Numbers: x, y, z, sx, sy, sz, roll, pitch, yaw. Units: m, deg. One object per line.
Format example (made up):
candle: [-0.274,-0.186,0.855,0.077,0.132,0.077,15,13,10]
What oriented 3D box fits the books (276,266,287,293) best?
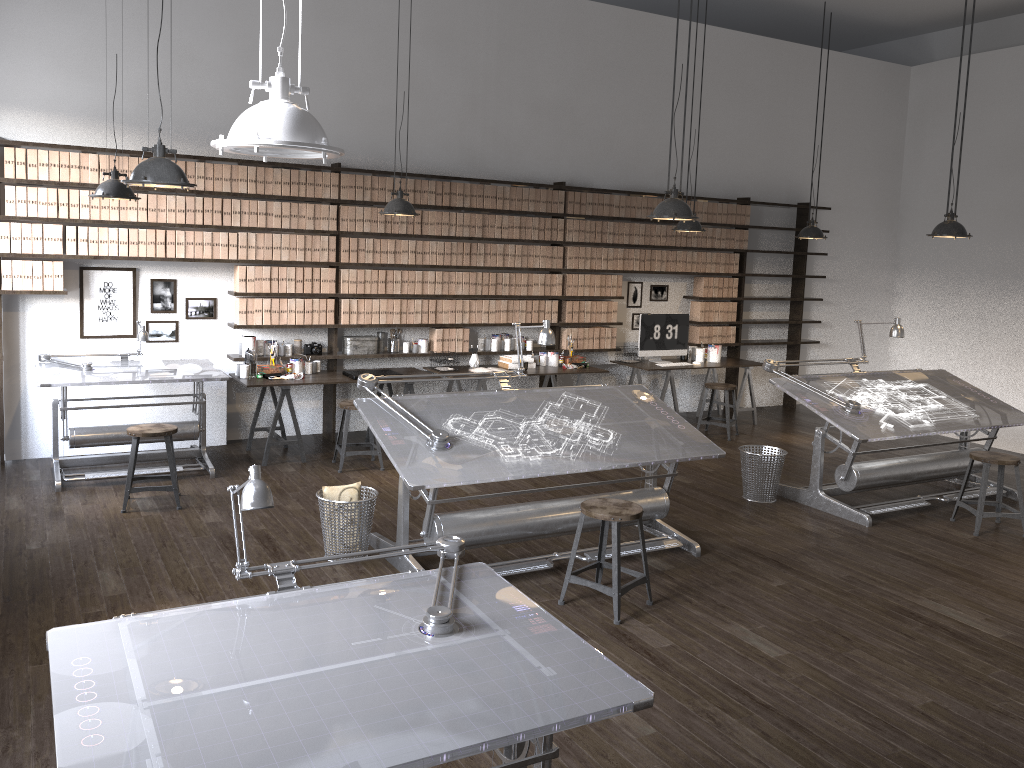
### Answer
books: [-1.993,-0.898,7.617,0.067,0.224,0.175,-1,8,-29]

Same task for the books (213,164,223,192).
books: [-2.428,-1.689,7.271,0.067,0.224,0.175,-1,8,-29]

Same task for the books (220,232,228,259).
books: [-2.407,-1.145,7.349,0.067,0.224,0.175,-1,8,-29]

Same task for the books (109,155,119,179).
books: [-3.104,-1.658,6.893,0.067,0.224,0.175,-1,8,-29]

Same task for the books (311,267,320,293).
books: [-1.739,-0.909,7.759,0.067,0.224,0.175,-1,8,-29]

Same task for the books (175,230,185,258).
books: [-2.702,-1.131,7.183,0.067,0.224,0.175,-1,8,-29]

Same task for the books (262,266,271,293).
books: [-2.110,-0.891,7.544,0.067,0.224,0.175,-1,8,-29]

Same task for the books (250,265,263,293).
books: [-2.171,-0.889,7.516,0.067,0.224,0.175,-1,8,-29]

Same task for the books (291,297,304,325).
books: [-1.869,-0.635,7.713,0.067,0.224,0.175,-1,8,-29]

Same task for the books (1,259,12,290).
books: [-3.775,-0.815,6.616,0.067,0.224,0.175,-1,8,-29]

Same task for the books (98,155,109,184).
books: [-3.163,-1.655,6.855,0.067,0.224,0.175,-1,8,-29]

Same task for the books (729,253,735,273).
books: [2.435,-1.373,10.054,0.067,0.224,0.175,-1,8,-29]

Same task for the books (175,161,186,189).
books: [-2.677,-1.677,7.127,0.067,0.224,0.175,-1,8,-29]

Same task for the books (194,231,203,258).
books: [-2.580,-1.137,7.255,0.067,0.224,0.175,-1,8,-29]

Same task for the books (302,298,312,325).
books: [-1.806,-0.638,7.748,0.067,0.224,0.175,-1,8,-29]

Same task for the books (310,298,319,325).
books: [-1.752,-0.641,7.783,0.067,0.224,0.175,-1,8,-29]

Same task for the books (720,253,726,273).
books: [2.317,-1.367,9.982,0.067,0.224,0.175,-1,8,-29]

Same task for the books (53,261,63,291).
books: [-3.479,-0.829,6.786,0.067,0.224,0.175,-1,8,-29]

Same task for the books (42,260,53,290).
books: [-3.541,-0.827,6.754,0.067,0.224,0.175,-1,8,-29]

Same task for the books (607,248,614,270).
books: [0.979,-1.306,9.238,0.067,0.224,0.175,-1,8,-29]

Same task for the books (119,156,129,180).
books: [-3.044,-1.661,6.929,0.067,0.224,0.175,-1,8,-29]

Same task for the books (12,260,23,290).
books: [-3.713,-0.818,6.653,0.067,0.224,0.175,-1,8,-29]

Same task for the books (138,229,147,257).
books: [-2.952,-1.120,7.045,0.067,0.224,0.175,-1,8,-29]

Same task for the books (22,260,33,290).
books: [-3.659,-0.821,6.685,0.067,0.224,0.175,-1,8,-29]

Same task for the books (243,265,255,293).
books: [-2.225,-0.886,7.484,0.067,0.224,0.175,-1,8,-29]

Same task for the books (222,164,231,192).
books: [-2.366,-1.691,7.299,0.067,0.224,0.175,-1,8,-29]

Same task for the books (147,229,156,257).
books: [-2.896,-1.123,7.079,0.067,0.224,0.175,-1,8,-29]

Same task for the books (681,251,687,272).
books: [1.831,-1.344,9.710,0.067,0.224,0.175,-1,8,-29]

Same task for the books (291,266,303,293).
books: [-1.869,-0.903,7.687,0.067,0.224,0.175,-1,8,-29]

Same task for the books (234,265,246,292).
books: [-2.287,-0.883,7.447,0.067,0.224,0.175,-1,8,-29]

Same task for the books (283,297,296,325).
books: [-1.934,-0.633,7.681,0.067,0.224,0.175,-1,8,-29]

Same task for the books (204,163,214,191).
books: [-2.490,-1.686,7.237,0.067,0.224,0.175,-1,8,-29]

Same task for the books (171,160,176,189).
books: [-2.744,-1.675,7.096,0.067,0.224,0.175,-1,8,-29]

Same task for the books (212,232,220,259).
books: [-2.462,-1.143,7.320,0.067,0.224,0.175,-1,8,-29]

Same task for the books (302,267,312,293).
books: [-1.801,-0.906,7.718,0.067,0.224,0.175,-1,8,-29]

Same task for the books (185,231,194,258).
books: [-2.642,-1.134,7.221,0.067,0.224,0.175,-1,8,-29]

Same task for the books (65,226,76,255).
books: [-3.388,-1.100,6.801,0.067,0.224,0.175,-1,8,-29]

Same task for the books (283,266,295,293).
books: [-1.929,-0.900,7.648,0.067,0.224,0.175,-1,8,-29]

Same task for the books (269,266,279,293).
books: [-2.055,-0.895,7.582,0.067,0.224,0.175,-1,8,-29]

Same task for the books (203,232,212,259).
books: [-2.518,-1.139,7.283,0.067,0.224,0.175,-1,8,-29]

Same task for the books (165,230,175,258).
books: [-2.766,-1.129,7.152,0.067,0.224,0.175,-1,8,-29]

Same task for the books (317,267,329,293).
books: [-1.671,-0.912,7.794,0.067,0.224,0.175,-1,8,-29]

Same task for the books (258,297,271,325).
books: [-2.116,-0.624,7.577,0.067,0.224,0.175,-1,8,-29]

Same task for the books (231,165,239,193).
books: [-2.310,-1.694,7.336,0.067,0.224,0.175,-1,8,-29]

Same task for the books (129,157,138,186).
books: [-2.981,-1.663,6.959,0.067,0.224,0.175,-1,8,-29]

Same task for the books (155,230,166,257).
books: [-2.829,-1.125,7.111,0.067,0.224,0.175,-1,8,-29]

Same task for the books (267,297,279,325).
books: [-2.056,-0.628,7.614,0.067,0.224,0.175,-1,8,-29]

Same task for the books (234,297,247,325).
books: [-2.292,-0.616,7.477,0.067,0.224,0.175,-1,8,-29]

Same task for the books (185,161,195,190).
books: [-2.614,-1.681,7.168,0.067,0.224,0.175,-1,8,-29]

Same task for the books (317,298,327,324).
books: [-1.696,-0.644,7.817,0.067,0.224,0.175,-1,8,-29]

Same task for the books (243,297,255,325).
books: [-2.236,-0.619,7.514,0.067,0.224,0.175,-1,8,-29]

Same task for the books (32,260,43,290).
books: [-3.598,-0.823,6.714,0.067,0.224,0.175,-1,8,-29]

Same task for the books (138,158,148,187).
books: [-2.916,-1.666,6.992,0.067,0.224,0.175,-1,8,-29]

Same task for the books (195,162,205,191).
books: [-2.549,-1.683,7.199,0.067,0.224,0.175,-1,8,-29]

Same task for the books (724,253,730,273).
books: [2.373,-1.370,10.020,0.067,0.224,0.175,-1,8,-29]

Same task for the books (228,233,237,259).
books: [-2.342,-1.147,7.383,0.067,0.224,0.175,-1,8,-29]

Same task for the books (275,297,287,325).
books: [-1.996,-0.631,7.650,0.067,0.224,0.175,-1,8,-29]

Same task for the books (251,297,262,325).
books: [-2.180,-0.621,7.543,0.067,0.224,0.175,-1,8,-29]
